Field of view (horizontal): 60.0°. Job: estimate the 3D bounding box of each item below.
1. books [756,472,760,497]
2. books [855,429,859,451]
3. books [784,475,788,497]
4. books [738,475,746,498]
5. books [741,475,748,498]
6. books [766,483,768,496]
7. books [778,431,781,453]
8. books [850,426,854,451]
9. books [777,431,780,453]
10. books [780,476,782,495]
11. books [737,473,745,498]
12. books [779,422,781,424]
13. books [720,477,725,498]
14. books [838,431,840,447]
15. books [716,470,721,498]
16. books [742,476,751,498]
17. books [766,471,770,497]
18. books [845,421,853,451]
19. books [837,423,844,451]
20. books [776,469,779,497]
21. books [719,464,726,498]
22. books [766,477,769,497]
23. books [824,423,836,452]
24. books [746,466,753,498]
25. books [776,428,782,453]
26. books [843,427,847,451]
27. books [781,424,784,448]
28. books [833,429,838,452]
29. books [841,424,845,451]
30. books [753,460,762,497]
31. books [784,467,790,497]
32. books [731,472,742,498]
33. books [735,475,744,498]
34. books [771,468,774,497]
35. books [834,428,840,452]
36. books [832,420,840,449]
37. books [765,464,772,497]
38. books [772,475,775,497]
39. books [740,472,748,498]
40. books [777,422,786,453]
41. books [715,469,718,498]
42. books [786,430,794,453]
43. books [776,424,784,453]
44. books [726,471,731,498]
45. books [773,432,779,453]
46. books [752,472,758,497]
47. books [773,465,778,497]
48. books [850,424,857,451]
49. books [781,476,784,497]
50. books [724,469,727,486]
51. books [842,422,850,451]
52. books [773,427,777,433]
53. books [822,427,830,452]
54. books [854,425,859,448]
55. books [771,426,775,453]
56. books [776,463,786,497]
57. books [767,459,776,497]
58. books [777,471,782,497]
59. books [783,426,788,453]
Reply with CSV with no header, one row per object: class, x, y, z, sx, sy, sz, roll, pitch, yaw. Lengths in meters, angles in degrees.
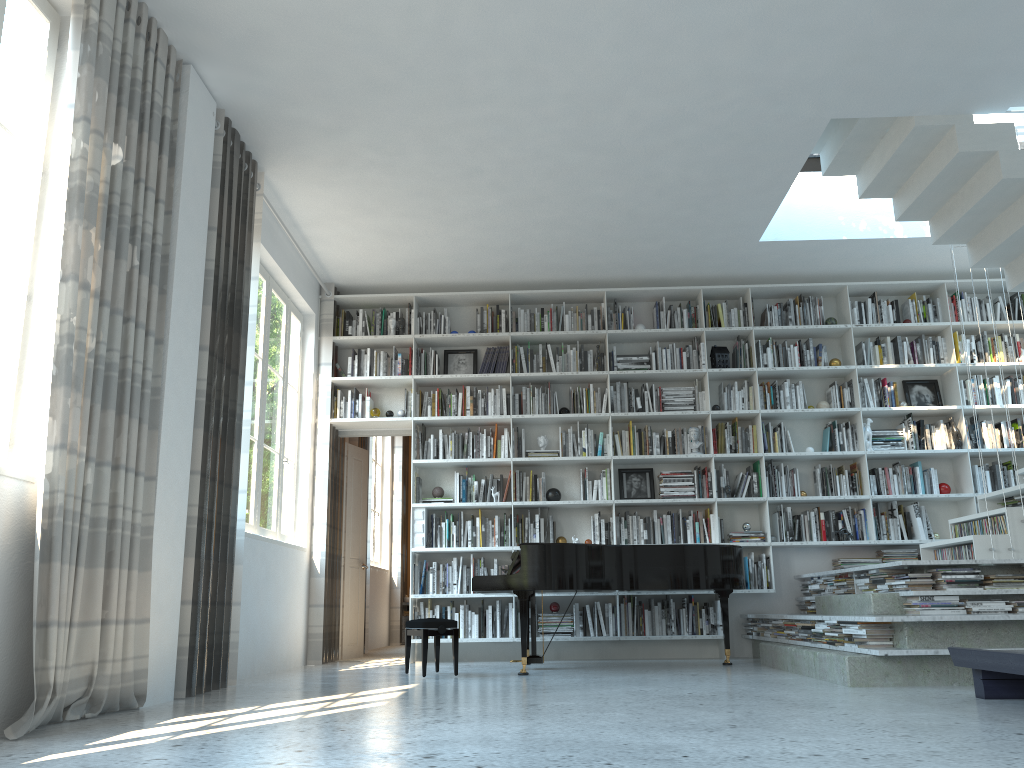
books,2.065,0.872,7.512,0.021,0.226,0.148,-1,-14,2
books,2.915,0.506,7.578,0.023,0.211,0.165,-1,-14,2
books,2.299,0.881,7.512,0.013,0.202,0.167,-1,-14,2
books,1.936,0.887,7.522,0.090,0.211,0.143,-1,-14,2
books,1.956,0.887,7.529,0.090,0.214,0.139,-1,-14,2
books,2.135,0.851,7.513,0.010,0.266,0.158,-1,-14,2
books,2.270,0.518,7.588,0.007,0.211,0.158,-1,-14,2
books,2.886,0.491,7.585,0.013,0.244,0.159,-1,-14,2
books,2.260,0.522,7.596,0.014,0.208,0.157,-1,-14,2
books,2.252,0.872,7.505,0.013,0.217,0.161,-1,-14,2
books,1.925,0.882,7.528,0.095,0.225,0.144,-1,-14,2
books,2.322,0.487,7.646,0.011,0.299,0.089,-1,-14,2
books,1.769,0.893,7.506,0.027,0.191,0.183,-1,-14,2
books,2.777,0.503,7.593,0.007,0.229,0.147,-1,-14,2
books,1.741,0.869,7.534,0.028,0.252,0.143,-1,-14,2
books,1.968,0.890,7.517,0.091,0.204,0.169,-1,-14,2
books,2.161,0.868,7.528,0.011,0.238,0.137,-1,-14,2
books,2.860,0.473,7.568,0.012,0.273,0.184,-1,-14,2
books,2.789,0.482,7.582,0.018,0.262,0.165,-1,-14,2
books,2.228,0.857,7.507,0.013,0.248,0.165,-1,-14,2
books,1.789,0.841,7.534,0.013,0.306,0.141,-1,-14,2
books,2.148,0.891,7.513,0.015,0.187,0.168,-1,-14,2
books,2.723,0.484,7.588,0.021,0.263,0.174,-1,-14,2
books,2.019,0.847,7.530,0.013,0.285,0.139,-1,-14,2
books,2.283,0.506,7.603,0.017,0.242,0.133,-1,-14,2
books,2.819,0.499,7.570,0.012,0.224,0.178,-1,-14,2
books,2.299,0.490,7.603,0.006,0.273,0.167,-1,-14,2
books,2.744,0.509,7.574,0.006,0.209,0.188,-1,-14,2
books,2.805,0.484,7.581,0.015,0.259,0.152,-1,-14,2
books,2.082,0.824,7.521,0.014,0.324,0.183,-1,-14,2
books,2.310,0.847,7.508,0.012,0.266,0.183,-1,-14,2
books,1.891,0.875,7.505,0.095,0.227,0.190,-1,-14,2
books,1.909,0.884,7.507,0.089,0.209,0.176,-1,-14,2
books,2.187,0.844,7.517,0.006,0.280,0.155,-1,-14,2
books,2.754,0.504,7.575,0.013,0.218,0.188,-1,-14,2
books,2.767,0.471,7.599,0.013,0.294,0.154,-1,-14,2
books,2.175,0.838,7.520,0.018,0.294,0.178,-1,-14,2
books,2.197,0.882,7.515,0.013,0.204,0.154,-1,-14,2
books,1.951,0.872,7.523,0.094,0.238,0.150,-1,-14,2
books,2.309,0.483,7.604,0.013,0.286,0.159,-1,-14,2
books,1.715,0.865,7.540,0.024,0.263,0.154,-1,-14,2
books,2.361,0.515,7.575,0.051,0.209,0.177,-1,-14,2
books,2.293,0.490,7.597,0.006,0.269,0.179,-1,-14,2
books,1.825,0.871,7.536,0.035,0.248,0.141,-1,-14,2
books,2.236,0.524,7.569,0.017,0.191,0.192,-1,-14,2
books,2.040,0.872,7.502,0.029,0.222,0.171,-1,-14,2
books,2.219,0.840,7.509,0.005,0.283,0.159,-1,-14,2
books,2.898,0.483,7.568,0.011,0.252,0.169,-1,-14,2
books,2.265,0.886,7.496,0.013,0.186,0.184,-1,-14,2
books,1.802,0.863,7.538,0.012,0.265,0.158,-1,-14,2
books,2.838,0.478,7.590,0.032,0.274,0.155,-1,-14,2
books,2.249,0.506,7.600,0.008,0.242,0.169,-1,-14,2
books,2.686,0.499,7.592,0.056,0.240,0.154,-1,-14,2
books,2.931,0.487,7.572,0.010,0.245,0.159,-1,-14,2
books,2.222,0.501,7.607,0.013,0.255,0.145,-1,-14,2
books,2.278,0.832,7.507,0.014,0.296,0.175,-1,-14,2
books,2.206,0.818,7.540,0.007,0.341,0.150,-1,-14,2
books,2.240,0.865,7.494,0.011,0.226,0.188,-1,-14,2
books,2.331,0.500,7.607,0.007,0.253,0.161,-1,-14,2
